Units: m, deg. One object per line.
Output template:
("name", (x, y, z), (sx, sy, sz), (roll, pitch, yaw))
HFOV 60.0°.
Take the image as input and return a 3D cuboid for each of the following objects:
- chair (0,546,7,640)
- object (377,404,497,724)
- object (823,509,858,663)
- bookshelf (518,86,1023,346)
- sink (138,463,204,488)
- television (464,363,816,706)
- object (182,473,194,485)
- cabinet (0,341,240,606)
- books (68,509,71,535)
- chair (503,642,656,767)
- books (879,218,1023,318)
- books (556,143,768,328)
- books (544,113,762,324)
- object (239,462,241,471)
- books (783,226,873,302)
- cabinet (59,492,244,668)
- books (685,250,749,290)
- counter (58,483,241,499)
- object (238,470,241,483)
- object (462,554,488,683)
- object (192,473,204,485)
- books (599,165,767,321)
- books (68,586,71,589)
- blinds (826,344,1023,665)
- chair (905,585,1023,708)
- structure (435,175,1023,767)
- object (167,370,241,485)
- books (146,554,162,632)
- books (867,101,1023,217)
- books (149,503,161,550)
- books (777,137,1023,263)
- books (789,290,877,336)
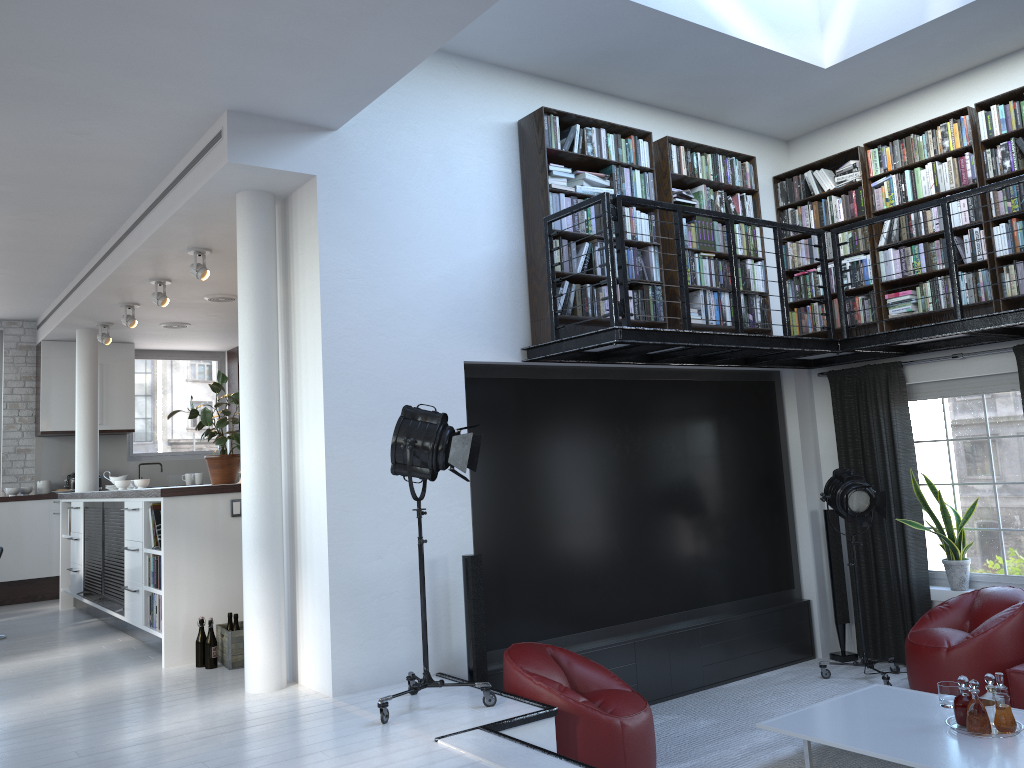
("chair", (-4.738, 1.802, 7.472), (0.670, 0.782, 0.662), (-6, -7, 19))
("object", (-0.392, 0.888, 4.675), (0.544, 1.586, 0.608), (-4, -7, 8))
("object", (2.694, 1.660, 7.362), (0.157, 1.226, 0.156), (-1, -8, -20))
("bookshelf", (2.641, -1.288, 5.255), (3.087, 1.623, 4.457), (1, -7, -36))
("sink", (-3.816, 1.124, 9.789), (0.648, 0.521, 0.544), (1, -8, -36))
("television", (1.066, 1.078, 6.610), (3.351, 2.438, 0.116), (1, -9, -36))
("object", (-4.106, 1.215, 11.249), (0.138, 0.153, 0.108), (2, -9, -40))
("cabinet", (-3.567, 0.663, 8.033), (7.225, 3.015, 7.270), (1, -7, -36))
("books", (-4.468, 1.405, 9.256), (0.253, 0.325, 0.507), (1, -8, -36))
("chair", (0.376, 1.840, 4.989), (0.828, 0.714, 0.829), (-7, -7, 33))
("books", (3.980, -1.243, 5.754), (0.240, 1.127, 3.378), (2, -8, -36))
("books", (2.308, -1.360, 5.022), (2.204, 1.415, 4.359), (1, -7, -36))
("books", (1.074, -1.145, 6.689), (2.206, 1.429, 0.313), (1, -8, -35))
("object", (-2.533, 0.823, 8.362), (0.082, 0.224, 0.082), (3, -10, -41))
("books", (3.745, -1.353, 6.066), (0.227, 1.418, 4.418), (2, -8, -36))
("cabinet", (-3.004, 1.561, 8.105), (1.500, 1.177, 4.153), (1, -7, -36))
("books", (2.756, -1.359, 5.321), (1.169, 1.410, 4.366), (1, -7, -36))
("counter", (-3.043, 0.977, 8.190), (1.446, 0.061, 4.183), (0, -6, -36))
("object", (-2.588, 0.833, 8.435), (0.082, 0.224, 0.082), (-10, -10, 44))
("object", (-0.224, 1.640, 5.274), (0.157, 1.226, 0.157), (-9, -9, 35))
("object", (-3.977, 1.207, 11.241), (0.109, 0.153, 0.137), (-5, -7, 15))
("books", (2.556, -1.225, 5.189), (1.598, 1.145, 4.318), (1, -7, -36))
("books", (-4.417, 1.956, 9.219), (0.293, 0.325, 0.470), (2, -8, -38))
("blinds", (3.487, 0.931, 6.462), (0.125, 2.396, 2.498), (2, -8, -36))
("chair", (3.136, 1.778, 6.077), (0.829, 0.714, 0.828), (-5, -6, 15))
("structure", (2.115, 0.363, 4.598), (4.614, 3.369, 4.470), (1, -7, -36))
("object", (-2.293, 0.337, 6.935), (0.774, 0.895, 0.435), (-6, -7, 22))
("books", (-2.343, 1.345, 6.455), (0.492, 0.802, 0.538), (2, -8, -36))
("books", (3.733, -1.637, 6.112), (0.213, 0.831, 2.626), (2, -7, -36))
("books", (-2.532, 1.036, 6.505), (0.186, 0.330, 0.322), (2, -8, -36))
("books", (3.742, -1.342, 6.063), (0.242, 1.402, 4.424), (2, -7, -35))
("books", (3.339, -1.358, 5.796), (1.285, 1.435, 4.417), (1, -7, -34))
